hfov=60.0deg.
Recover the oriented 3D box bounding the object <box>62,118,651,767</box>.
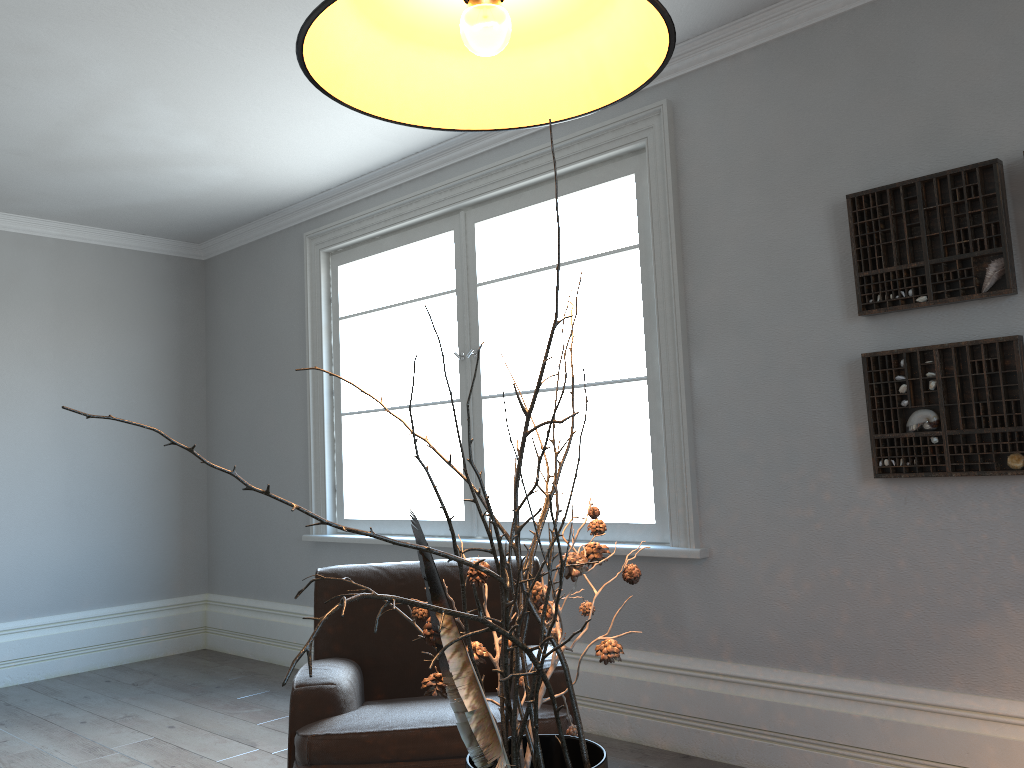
[{"bbox_3d":[-0.121,0.207,1.106,0.525,1.066,0.852,-4,-6,14],"label":"object"}]

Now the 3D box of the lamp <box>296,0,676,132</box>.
[{"bbox_3d":[-0.057,-0.969,1.252,0.504,1.076,0.503,-3,-6,1],"label":"lamp"}]

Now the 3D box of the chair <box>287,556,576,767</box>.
[{"bbox_3d":[-0.246,0.993,2.766,0.807,0.796,0.969,-2,-5,-6],"label":"chair"}]

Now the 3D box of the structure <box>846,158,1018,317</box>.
[{"bbox_3d":[1.341,-0.456,2.856,0.467,0.416,0.099,-8,-8,43],"label":"structure"}]

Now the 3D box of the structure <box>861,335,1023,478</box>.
[{"bbox_3d":[1.360,0.082,2.788,0.467,0.416,0.086,-8,-8,43],"label":"structure"}]
